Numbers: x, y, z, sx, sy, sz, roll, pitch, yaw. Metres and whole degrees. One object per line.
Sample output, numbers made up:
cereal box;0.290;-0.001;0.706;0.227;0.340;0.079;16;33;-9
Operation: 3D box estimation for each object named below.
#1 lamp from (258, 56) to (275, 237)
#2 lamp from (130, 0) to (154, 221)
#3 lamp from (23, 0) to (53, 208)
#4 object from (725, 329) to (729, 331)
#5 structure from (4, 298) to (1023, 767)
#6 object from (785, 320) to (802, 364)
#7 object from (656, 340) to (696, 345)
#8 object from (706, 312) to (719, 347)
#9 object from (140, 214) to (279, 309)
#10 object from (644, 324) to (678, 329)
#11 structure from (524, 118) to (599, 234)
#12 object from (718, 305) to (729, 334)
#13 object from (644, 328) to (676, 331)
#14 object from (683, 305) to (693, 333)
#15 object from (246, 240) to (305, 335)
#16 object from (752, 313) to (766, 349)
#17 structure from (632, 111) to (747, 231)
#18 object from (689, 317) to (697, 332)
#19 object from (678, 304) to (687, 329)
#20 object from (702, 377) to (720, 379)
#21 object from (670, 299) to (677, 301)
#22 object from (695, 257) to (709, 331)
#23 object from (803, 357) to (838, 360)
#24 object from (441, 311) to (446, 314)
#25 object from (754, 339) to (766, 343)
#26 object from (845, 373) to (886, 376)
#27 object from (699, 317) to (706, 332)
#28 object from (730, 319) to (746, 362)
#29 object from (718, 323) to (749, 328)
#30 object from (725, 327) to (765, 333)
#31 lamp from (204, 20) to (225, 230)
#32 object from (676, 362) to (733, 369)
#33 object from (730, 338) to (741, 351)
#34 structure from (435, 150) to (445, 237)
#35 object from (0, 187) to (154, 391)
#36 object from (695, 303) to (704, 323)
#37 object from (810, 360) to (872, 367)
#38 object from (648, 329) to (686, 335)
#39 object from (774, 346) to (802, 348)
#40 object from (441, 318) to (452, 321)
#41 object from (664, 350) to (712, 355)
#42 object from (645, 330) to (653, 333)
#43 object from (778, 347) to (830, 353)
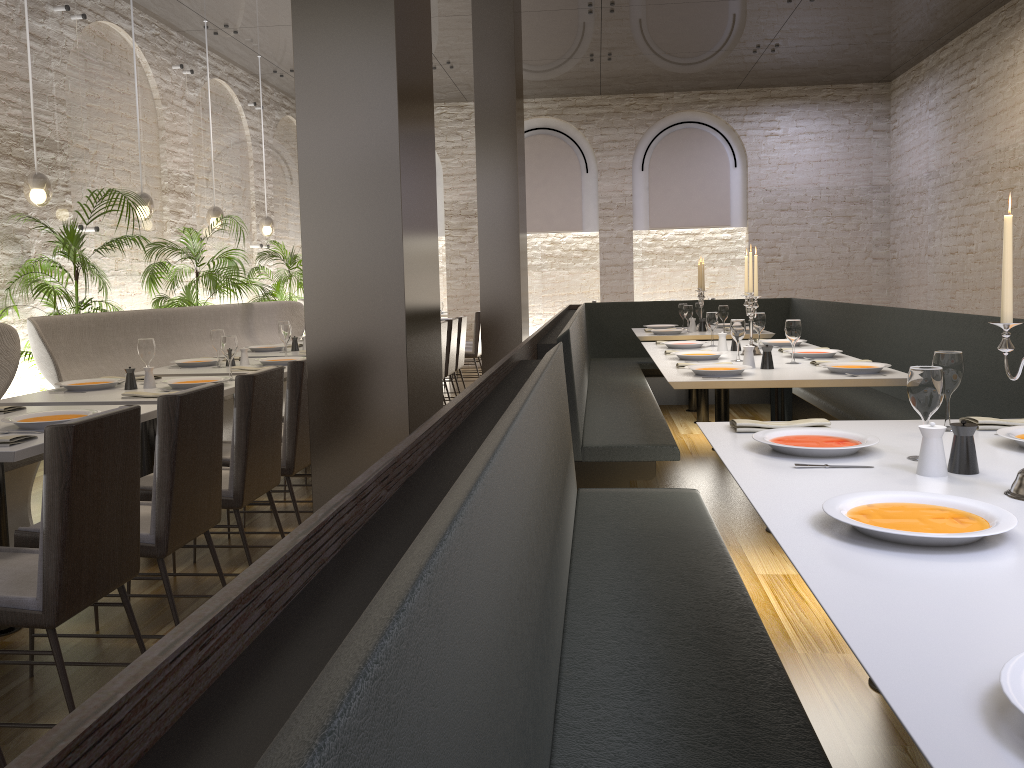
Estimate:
lamp;-2.844;-2.708;10.141;0.178;2.034;0.178;-3;4;-15
lamp;-3.115;-2.381;7.358;0.178;2.034;0.178;-2;4;-9
lamp;-3.251;-2.217;5.966;0.178;2.034;0.178;1;5;27
object;1.980;-0.468;7.608;0.273;0.033;0.143;-1;6;6
structure;1.248;0.274;3.655;2.371;0.997;10.788;-1;7;6
object;1.477;-0.222;4.653;0.086;0.230;0.086;-6;6;-42
object;1.159;-0.293;6.270;0.273;0.033;0.143;-1;6;6
object;1.346;-0.368;5.953;0.086;0.230;0.087;0;5;18
object;-2.935;-0.634;8.362;1.147;1.968;1.189;-6;7;-43
object;1.367;-0.520;8.139;0.321;0.036;0.323;-1;7;1
structure;0.440;-3.051;12.993;1.633;1.670;0.098;-1;4;6
object;1.728;-0.525;7.234;0.086;0.230;0.087;2;6;41
object;1.311;-0.477;7.835;0.273;0.033;0.143;-1;6;6
object;1.501;-0.555;7.545;0.086;0.230;0.087;2;6;41
object;-2.681;-0.922;10.806;1.145;1.968;1.192;-3;5;-14
object;1.573;-0.338;5.643;0.086;0.230;0.087;0;5;18
structure;2.549;-3.082;12.784;1.633;1.670;0.098;-1;4;6
object;1.559;-0.511;7.644;0.069;0.126;0.069;-6;6;-42
object;1.545;-0.608;7.996;0.086;0.230;0.087;2;6;41
object;0.960;-0.028;4.040;0.185;0.010;0.017;-1;6;6
object;1.768;-0.810;9.701;0.086;0.230;0.086;2;6;35
object;1.649;-0.794;7.723;0.131;0.655;0.391;0;5;16
object;1.678;-0.139;4.817;0.181;0.015;0.038;-1;6;7
object;-1.196;-1.128;14.012;0.322;0.036;0.322;4;9;40
object;1.843;-0.303;6.202;0.273;0.033;0.143;-1;6;6
object;1.598;-0.043;4.000;0.181;0.015;0.038;-1;6;7
object;1.636;-0.509;7.612;0.069;0.126;0.069;-6;6;-42
object;1.240;-0.239;4.862;0.086;0.230;0.087;-1;5;6
object;1.998;-0.529;8.075;0.322;0.036;0.322;-6;8;-36
object;1.926;-0.442;7.334;0.321;0.036;0.323;-4;7;-18
lamp;-2.978;-2.546;8.764;0.178;2.034;0.178;-3;4;-15
object;0.996;-0.096;4.599;0.273;0.033;0.143;-1;6;6
object;1.403;-0.266;5.552;0.069;0.126;0.069;-2;5;-1
structure;-1.810;-3.017;13.215;1.633;1.670;0.098;-1;4;6
object;-3.127;-0.400;6.367;1.146;1.968;1.191;2;6;36
object;1.729;-0.632;8.165;0.086;0.230;0.086;-4;5;-24
object;1.681;-0.107;4.532;0.273;0.033;0.143;-1;6;6
object;1.295;-0.433;7.399;0.321;0.036;0.323;-4;7;-18
object;1.761;-0.239;5.670;0.181;0.015;0.038;-1;6;7
object;-0.871;-0.802;11.101;0.322;0.036;0.322;5;9;43
object;1.076;-0.193;5.417;0.273;0.033;0.143;-1;6;6
object;1.296;-0.459;7.681;0.273;0.033;0.143;-1;6;6
object;1.760;-0.203;5.349;0.273;0.033;0.143;-1;6;6
